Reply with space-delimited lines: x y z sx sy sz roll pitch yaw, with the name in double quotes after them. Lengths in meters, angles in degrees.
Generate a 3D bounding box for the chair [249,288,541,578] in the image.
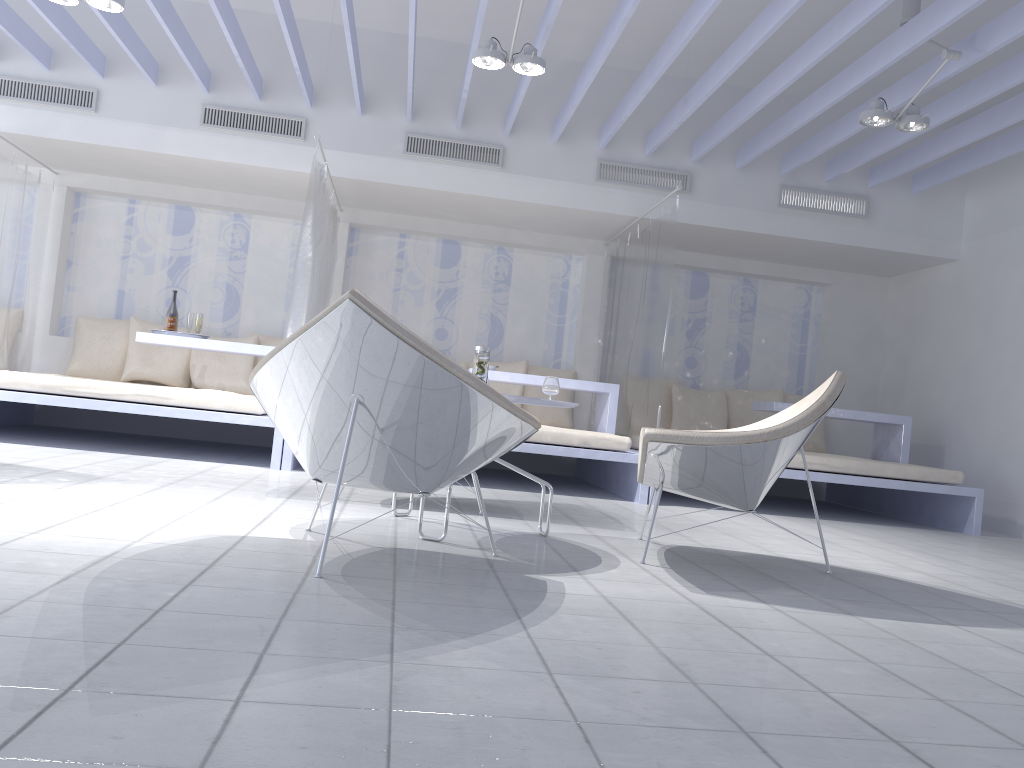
-0.396 0.138 2.657 0.906 0.759 0.753 6 -2 11 "chair"

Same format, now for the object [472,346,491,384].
-0.124 -0.054 3.492 0.075 0.185 0.075 8 -3 -44 "object"

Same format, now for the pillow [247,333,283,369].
-1.923 -0.141 7.085 0.572 0.510 0.231 6 -2 -6 "pillow"

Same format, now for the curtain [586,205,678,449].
0.829 -0.319 6.448 0.125 1.559 1.998 6 -2 -8 "curtain"

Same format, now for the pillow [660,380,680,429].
1.201 0.198 7.469 0.572 0.510 0.231 6 -2 -8 "pillow"

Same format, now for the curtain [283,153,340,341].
-1.355 -0.578 6.140 0.151 1.552 2.050 6 -2 -7 "curtain"

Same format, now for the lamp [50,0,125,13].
-2.042 -1.965 4.087 0.380 0.218 0.587 6 -2 -7 "lamp"

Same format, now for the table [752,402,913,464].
2.369 0.411 6.646 1.065 0.450 0.416 6 -2 -7 "table"

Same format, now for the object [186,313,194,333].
-2.229 -0.404 6.129 0.059 0.174 0.059 7 -2 -39 "object"

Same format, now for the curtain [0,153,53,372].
-3.532 -0.792 5.912 0.125 1.559 1.998 6 -2 -8 "curtain"

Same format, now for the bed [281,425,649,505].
-0.361 0.429 6.295 2.200 0.427 2.016 6 -2 -7 "bed"

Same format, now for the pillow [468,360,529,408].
-0.140 0.041 7.268 0.537 0.527 0.233 6 -2 13 "pillow"

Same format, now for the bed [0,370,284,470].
-2.543 0.195 6.042 2.200 0.422 2.022 6 -2 -7 "bed"

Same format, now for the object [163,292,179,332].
-2.333 -0.490 6.095 0.092 0.302 0.092 7 -2 -40 "object"

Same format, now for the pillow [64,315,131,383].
-3.184 -0.265 6.919 0.524 0.521 0.230 6 -2 -5 "pillow"

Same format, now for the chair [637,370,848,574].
0.864 0.293 3.369 0.753 0.759 0.906 6 -2 8 "chair"

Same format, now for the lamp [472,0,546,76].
0.020 -1.741 4.340 0.380 0.218 0.587 6 -2 -7 "lamp"

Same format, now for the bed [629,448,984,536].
1.822 0.665 6.563 2.200 0.427 2.016 6 -2 -7 "bed"

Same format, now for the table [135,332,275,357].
-2.000 -0.062 6.109 1.065 0.450 0.416 6 -2 -7 "table"

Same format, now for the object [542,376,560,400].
0.148 0.018 3.382 0.068 0.091 0.068 7 -2 -17 "object"

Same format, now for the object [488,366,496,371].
-0.157 -0.109 6.389 0.082 0.043 0.082 4 -3 44 "object"

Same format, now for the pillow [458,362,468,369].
-0.635 0.009 7.152 0.528 0.482 0.307 6 -2 -2 "pillow"

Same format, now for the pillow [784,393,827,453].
2.462 0.347 7.613 0.524 0.521 0.230 6 -2 -9 "pillow"

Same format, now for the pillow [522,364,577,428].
0.280 0.111 7.345 0.524 0.521 0.230 6 -2 -9 "pillow"

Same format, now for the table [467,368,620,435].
0.186 0.175 6.378 1.065 0.450 0.416 6 -2 -7 "table"

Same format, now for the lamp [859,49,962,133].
2.104 -1.515 4.597 0.380 0.218 0.587 6 -2 -7 "lamp"

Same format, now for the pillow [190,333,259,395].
-2.249 -0.166 6.953 0.528 0.482 0.307 6 -2 -12 "pillow"

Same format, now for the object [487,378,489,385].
-0.131 0.001 3.756 0.068 0.091 0.068 7 -2 -17 "object"

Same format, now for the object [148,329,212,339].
-2.278 -0.334 6.085 0.429 0.031 0.275 6 -2 -5 "object"

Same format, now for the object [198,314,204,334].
-2.165 -0.397 6.137 0.059 0.174 0.059 7 -2 -39 "object"

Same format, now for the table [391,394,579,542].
-0.179 0.300 3.439 0.823 0.534 0.825 7 -2 -30 "table"

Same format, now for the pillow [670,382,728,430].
1.548 0.246 7.420 0.528 0.482 0.307 6 -2 -2 "pillow"

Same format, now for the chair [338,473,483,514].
-0.446 0.189 4.377 0.906 0.759 0.753 6 -2 -3 "chair"

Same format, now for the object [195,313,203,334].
-2.150 -0.398 6.074 0.059 0.174 0.059 7 -2 -39 "object"

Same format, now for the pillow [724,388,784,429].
2.042 0.277 7.537 0.537 0.527 0.233 6 -2 13 "pillow"

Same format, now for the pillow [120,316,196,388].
-2.753 -0.242 6.947 0.537 0.527 0.233 7 -2 -27 "pillow"
